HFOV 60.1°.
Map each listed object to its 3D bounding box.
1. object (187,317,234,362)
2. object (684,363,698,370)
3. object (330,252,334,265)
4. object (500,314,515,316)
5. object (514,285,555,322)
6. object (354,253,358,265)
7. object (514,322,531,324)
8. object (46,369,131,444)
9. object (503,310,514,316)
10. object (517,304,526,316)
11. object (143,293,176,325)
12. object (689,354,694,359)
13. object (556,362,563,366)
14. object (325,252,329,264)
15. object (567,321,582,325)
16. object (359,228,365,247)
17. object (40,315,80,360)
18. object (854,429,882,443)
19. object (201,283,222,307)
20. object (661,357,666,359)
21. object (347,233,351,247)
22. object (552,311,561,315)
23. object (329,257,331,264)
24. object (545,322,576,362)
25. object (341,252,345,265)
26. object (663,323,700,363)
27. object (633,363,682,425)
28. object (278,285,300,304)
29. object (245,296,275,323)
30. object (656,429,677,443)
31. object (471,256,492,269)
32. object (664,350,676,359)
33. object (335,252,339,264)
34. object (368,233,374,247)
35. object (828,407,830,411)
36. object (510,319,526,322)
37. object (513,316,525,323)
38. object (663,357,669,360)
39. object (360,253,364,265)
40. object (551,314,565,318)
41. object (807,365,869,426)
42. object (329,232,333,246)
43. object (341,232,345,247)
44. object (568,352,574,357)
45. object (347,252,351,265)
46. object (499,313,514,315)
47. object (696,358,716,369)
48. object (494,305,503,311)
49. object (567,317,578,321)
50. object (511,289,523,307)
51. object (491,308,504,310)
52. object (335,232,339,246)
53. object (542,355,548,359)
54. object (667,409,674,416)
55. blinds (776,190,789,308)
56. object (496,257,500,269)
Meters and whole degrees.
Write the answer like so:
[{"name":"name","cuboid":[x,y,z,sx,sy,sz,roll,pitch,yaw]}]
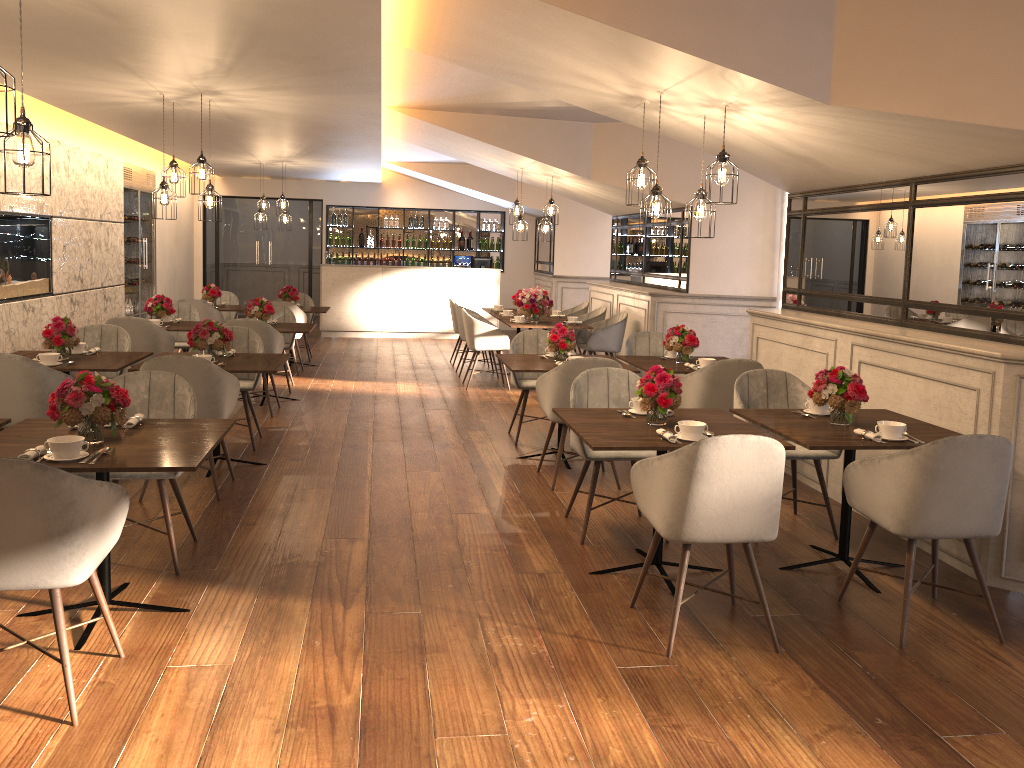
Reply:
[{"name":"object","cuboid":[-2.022,-0.302,5.923,0.305,0.300,0.235,-2,8,-31]},{"name":"object","cuboid":[1.274,-0.127,6.294,0.056,0.039,0.177,1,9,-8]},{"name":"object","cuboid":[-2.969,-2.076,14.595,0.065,0.206,0.146,0,7,-17]},{"name":"object","cuboid":[-0.056,-0.848,10.830,0.192,0.024,0.025,0,7,-8]},{"name":"object","cuboid":[0.256,-0.909,9.966,0.420,0.423,0.408,-1,7,-20]},{"name":"object","cuboid":[-2.880,-2.301,16.367,0.065,0.260,0.066,-1,6,-30]},{"name":"object","cuboid":[0.117,-0.670,9.724,0.197,0.015,0.043,0,8,-12]},{"name":"object","cuboid":[-1.663,0.080,3.481,0.305,0.300,0.235,-2,8,-31]},{"name":"object","cuboid":[-0.053,-0.859,10.748,0.148,0.072,0.149,7,10,34]},{"name":"object","cuboid":[0.167,-0.986,10.866,0.234,0.300,0.307,3,7,11]},{"name":"object","cuboid":[-3.338,-0.710,8.348,0.305,0.300,0.235,3,7,13]},{"name":"object","cuboid":[1.375,-0.219,6.922,0.056,0.039,0.177,1,9,-8]},{"name":"object","cuboid":[0.339,-0.133,6.155,0.056,0.039,0.177,1,9,-8]},{"name":"object","cuboid":[-3.053,-2.076,14.578,0.065,0.206,0.065,0,6,-17]},{"name":"object","cuboid":[0.695,-0.683,9.844,0.175,0.039,0.056,0,8,-8]},{"name":"object","cuboid":[-2.775,-2.707,16.347,0.104,0.357,0.104,-2,7,-36]},{"name":"object","cuboid":[-2.968,-0.313,5.812,0.234,0.300,0.307,1,7,-7]},{"name":"object","cuboid":[1.610,0.230,4.008,0.056,0.039,0.177,1,9,-8]},{"name":"object","cuboid":[-3.655,-1.093,10.807,0.234,0.300,0.307,-3,8,-33]},{"name":"object","cuboid":[1.161,-0.206,6.872,0.043,0.015,0.198,1,9,-5]},{"name":"object","cuboid":[-3.001,-2.661,16.314,0.065,0.260,0.066,-1,6,-30]},{"name":"object","cuboid":[0.544,-0.861,10.873,0.148,0.072,0.149,7,10,34]},{"name":"object","cuboid":[-3.340,-2.304,16.299,0.065,0.260,0.066,-1,6,-30]},{"name":"object","cuboid":[0.355,-0.317,6.492,0.234,0.300,0.307,3,7,11]},{"name":"object","cuboid":[-3.121,-2.302,16.331,0.065,0.260,0.066,-1,6,-30]},{"name":"object","cuboid":[1.282,-0.312,6.642,0.234,0.300,0.307,-3,8,-33]},{"name":"object","cuboid":[0.691,0.041,4.206,0.234,0.300,0.307,3,7,11]},{"name":"object","cuboid":[-2.772,-1.086,10.946,0.306,0.300,0.235,7,9,39]},{"name":"object","cuboid":[-2.394,-0.698,8.460,0.305,0.300,0.235,5,7,24]},{"name":"object","cuboid":[0.675,0.224,3.869,0.056,0.039,0.177,1,9,-8]},{"name":"object","cuboid":[-0.513,-2.010,15.125,0.409,0.327,0.130,-3,7,-31]},{"name":"object","cuboid":[1.263,-0.236,6.903,0.148,0.072,0.149,-5,11,-41]},{"name":"object","cuboid":[-3.230,-2.303,16.315,0.065,0.260,0.066,-1,6,-30]},{"name":"object","cuboid":[-2.610,-2.666,16.369,0.108,0.280,0.108,6,7,37]},{"name":"object","cuboid":[1.711,0.138,4.636,0.056,0.039,0.177,1,9,-8]},{"name":"object","cuboid":[0.065,-0.717,9.944,0.175,0.039,0.056,0,8,-8]},{"name":"object","cuboid":[0.082,-0.716,9.830,0.148,0.072,0.149,7,10,34]},{"name":"object","cuboid":[1.189,-0.199,6.869,0.022,0.004,0.212,0,9,-8]},{"name":"object","cuboid":[-2.770,-2.300,16.384,0.065,0.260,0.066,-1,6,-30]},{"name":"object","cuboid":[0.560,-0.826,10.763,0.175,0.039,0.056,0,8,-8]},{"name":"object","cuboid":[1.618,0.046,4.356,0.234,0.300,0.307,-3,8,-33]},{"name":"object","cuboid":[-3.329,-2.663,16.265,0.065,0.260,0.066,-1,6,-30]},{"name":"object","cuboid":[-3.110,-2.661,16.298,0.065,0.260,0.066,-1,6,-30]},{"name":"object","cuboid":[0.441,-0.226,6.783,0.056,0.039,0.177,1,9,-8]},{"name":"object","cuboid":[-3.012,-2.302,16.348,0.065,0.260,0.066,-1,6,-30]},{"name":"object","cuboid":[-0.070,-0.860,10.862,0.175,0.039,0.056,0,8,-8]},{"name":"object","cuboid":[1.387,-0.143,6.309,0.148,0.072,0.149,-5,11,-41]},{"name":"object","cuboid":[-0.182,-0.997,11.630,0.148,0.072,0.149,7,10,34]},{"name":"object","cuboid":[0.679,-0.717,9.955,0.148,0.072,0.149,7,10,34]},{"name":"object","cuboid":[0.121,-1.114,11.680,0.235,0.300,0.306,7,9,38]},{"name":"object","cuboid":[-0.200,-0.998,11.744,0.175,0.039,0.056,0,8,-8]},{"name":"object","cuboid":[-3.219,-2.662,16.281,0.065,0.260,0.066,-1,6,-30]},{"name":"object","cuboid":[0.254,-0.206,6.730,0.022,0.004,0.212,0,9,-8]},{"name":"object","cuboid":[0.776,0.131,4.497,0.056,0.039,0.177,1,9,-8]},{"name":"blinds","cuboid":[2.805,-1.020,8.377,0.134,2.684,1.389,1,6,-8]},{"name":"object","cuboid":[-0.260,-2.281,16.757,0.065,0.260,0.066,-1,6,-30]}]
